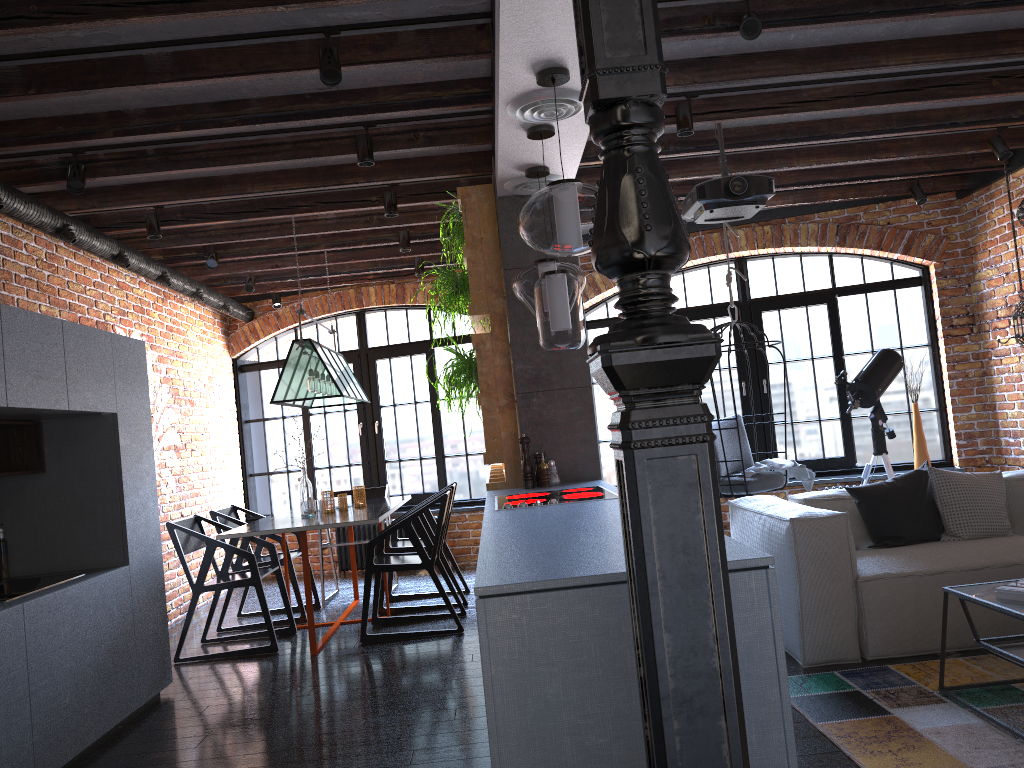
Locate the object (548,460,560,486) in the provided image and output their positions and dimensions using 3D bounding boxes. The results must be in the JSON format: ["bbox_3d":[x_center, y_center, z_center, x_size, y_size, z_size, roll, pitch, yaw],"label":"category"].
[{"bbox_3d":[0.212,0.464,4.646,0.069,0.135,0.069,-5,-3,-21],"label":"object"}]

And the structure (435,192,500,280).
[{"bbox_3d":[-0.168,-0.844,5.139,0.570,0.620,0.422,-5,-3,-12],"label":"structure"}]

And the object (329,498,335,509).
[{"bbox_3d":[-1.242,0.823,6.085,0.060,0.073,0.060,-7,-3,30],"label":"object"}]

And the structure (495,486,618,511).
[{"bbox_3d":[0.179,0.502,3.852,0.504,0.057,0.764,-6,-3,-1],"label":"structure"}]

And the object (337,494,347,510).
[{"bbox_3d":[-1.138,0.792,5.948,0.061,0.099,0.061,-8,-3,36],"label":"object"}]

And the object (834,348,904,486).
[{"bbox_3d":[2.530,0.491,6.269,0.570,1.471,0.616,-7,-3,25],"label":"object"}]

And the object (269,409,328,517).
[{"bbox_3d":[-1.320,0.487,5.650,0.443,0.708,0.194,-6,-3,14],"label":"object"}]

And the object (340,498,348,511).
[{"bbox_3d":[-1.105,0.792,5.837,0.049,0.080,0.049,-5,-3,-18],"label":"object"}]

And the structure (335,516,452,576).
[{"bbox_3d":[-1.078,1.448,7.919,1.115,0.476,0.106,-7,-3,16],"label":"structure"}]

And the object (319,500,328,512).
[{"bbox_3d":[-1.258,0.816,5.920,0.060,0.073,0.060,-7,-3,30],"label":"object"}]

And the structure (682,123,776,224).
[{"bbox_3d":[1.109,-1.296,4.728,0.409,0.816,0.464,-6,-3,-1],"label":"structure"}]

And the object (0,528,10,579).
[{"bbox_3d":[-2.359,0.783,4.102,0.047,0.235,0.047,-5,-3,-14],"label":"object"}]

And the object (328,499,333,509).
[{"bbox_3d":[-1.237,0.817,5.981,0.060,0.073,0.060,-7,-3,30],"label":"object"}]

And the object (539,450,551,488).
[{"bbox_3d":[0.173,0.437,4.598,0.058,0.192,0.081,-8,-4,40],"label":"object"}]

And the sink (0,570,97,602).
[{"bbox_3d":[-2.085,0.804,3.650,0.381,0.287,0.827,-6,-3,-1],"label":"sink"}]

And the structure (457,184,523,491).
[{"bbox_3d":[-0.115,0.153,6.303,0.206,2.380,2.830,-6,-3,-1],"label":"structure"}]

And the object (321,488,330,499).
[{"bbox_3d":[-1.287,0.756,6.118,0.060,0.073,0.060,-4,-3,-24],"label":"object"}]

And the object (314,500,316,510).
[{"bbox_3d":[-1.370,0.835,6.068,0.060,0.073,0.060,-7,-3,30],"label":"object"}]

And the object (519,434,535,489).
[{"bbox_3d":[0.075,0.401,4.588,0.061,0.282,0.061,-6,-3,13],"label":"object"}]

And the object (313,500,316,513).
[{"bbox_3d":[-1.329,0.813,5.880,0.054,0.087,0.054,-7,-3,31],"label":"object"}]

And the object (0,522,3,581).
[{"bbox_3d":[-2.367,0.712,4.024,0.095,0.369,0.109,-6,-3,-1],"label":"object"}]

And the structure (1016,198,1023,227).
[{"bbox_3d":[3.165,-1.238,5.346,0.265,0.778,0.273,-8,-3,38],"label":"structure"}]

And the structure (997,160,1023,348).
[{"bbox_3d":[3.260,-0.891,5.742,0.389,1.436,0.338,-6,-3,-1],"label":"structure"}]

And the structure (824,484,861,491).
[{"bbox_3d":[2.948,0.978,6.730,1.115,0.476,0.106,-7,-3,16],"label":"structure"}]

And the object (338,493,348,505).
[{"bbox_3d":[-1.149,0.798,6.032,0.061,0.099,0.061,-6,-3,5],"label":"object"}]

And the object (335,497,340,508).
[{"bbox_3d":[-1.209,0.823,6.142,0.060,0.073,0.060,-3,-4,-39],"label":"object"}]

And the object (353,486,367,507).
[{"bbox_3d":[-1.042,0.768,6.059,0.086,0.139,0.086,-5,-3,-12],"label":"object"}]

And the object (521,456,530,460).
[{"bbox_3d":[0.079,0.456,4.658,0.048,0.179,0.048,-3,-4,-41],"label":"object"}]

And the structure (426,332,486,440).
[{"bbox_3d":[-0.209,0.009,5.114,0.422,0.620,0.570,-7,-3,18],"label":"structure"}]

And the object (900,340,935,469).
[{"bbox_3d":[3.185,0.148,6.884,0.270,1.053,0.299,-7,-3,19],"label":"object"}]

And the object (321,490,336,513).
[{"bbox_3d":[-1.203,0.771,5.804,0.086,0.139,0.086,-4,-3,-29],"label":"object"}]

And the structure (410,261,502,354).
[{"bbox_3d":[-0.298,-0.465,5.102,0.570,0.620,0.422,-4,-3,-32],"label":"structure"}]

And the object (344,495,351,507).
[{"bbox_3d":[-1.154,0.821,6.209,0.060,0.073,0.060,-7,-3,30],"label":"object"}]

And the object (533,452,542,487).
[{"bbox_3d":[0.140,0.450,4.673,0.048,0.179,0.048,-5,-3,-18],"label":"object"}]

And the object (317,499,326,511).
[{"bbox_3d":[-1.307,0.830,6.089,0.060,0.073,0.060,-7,-3,30],"label":"object"}]
